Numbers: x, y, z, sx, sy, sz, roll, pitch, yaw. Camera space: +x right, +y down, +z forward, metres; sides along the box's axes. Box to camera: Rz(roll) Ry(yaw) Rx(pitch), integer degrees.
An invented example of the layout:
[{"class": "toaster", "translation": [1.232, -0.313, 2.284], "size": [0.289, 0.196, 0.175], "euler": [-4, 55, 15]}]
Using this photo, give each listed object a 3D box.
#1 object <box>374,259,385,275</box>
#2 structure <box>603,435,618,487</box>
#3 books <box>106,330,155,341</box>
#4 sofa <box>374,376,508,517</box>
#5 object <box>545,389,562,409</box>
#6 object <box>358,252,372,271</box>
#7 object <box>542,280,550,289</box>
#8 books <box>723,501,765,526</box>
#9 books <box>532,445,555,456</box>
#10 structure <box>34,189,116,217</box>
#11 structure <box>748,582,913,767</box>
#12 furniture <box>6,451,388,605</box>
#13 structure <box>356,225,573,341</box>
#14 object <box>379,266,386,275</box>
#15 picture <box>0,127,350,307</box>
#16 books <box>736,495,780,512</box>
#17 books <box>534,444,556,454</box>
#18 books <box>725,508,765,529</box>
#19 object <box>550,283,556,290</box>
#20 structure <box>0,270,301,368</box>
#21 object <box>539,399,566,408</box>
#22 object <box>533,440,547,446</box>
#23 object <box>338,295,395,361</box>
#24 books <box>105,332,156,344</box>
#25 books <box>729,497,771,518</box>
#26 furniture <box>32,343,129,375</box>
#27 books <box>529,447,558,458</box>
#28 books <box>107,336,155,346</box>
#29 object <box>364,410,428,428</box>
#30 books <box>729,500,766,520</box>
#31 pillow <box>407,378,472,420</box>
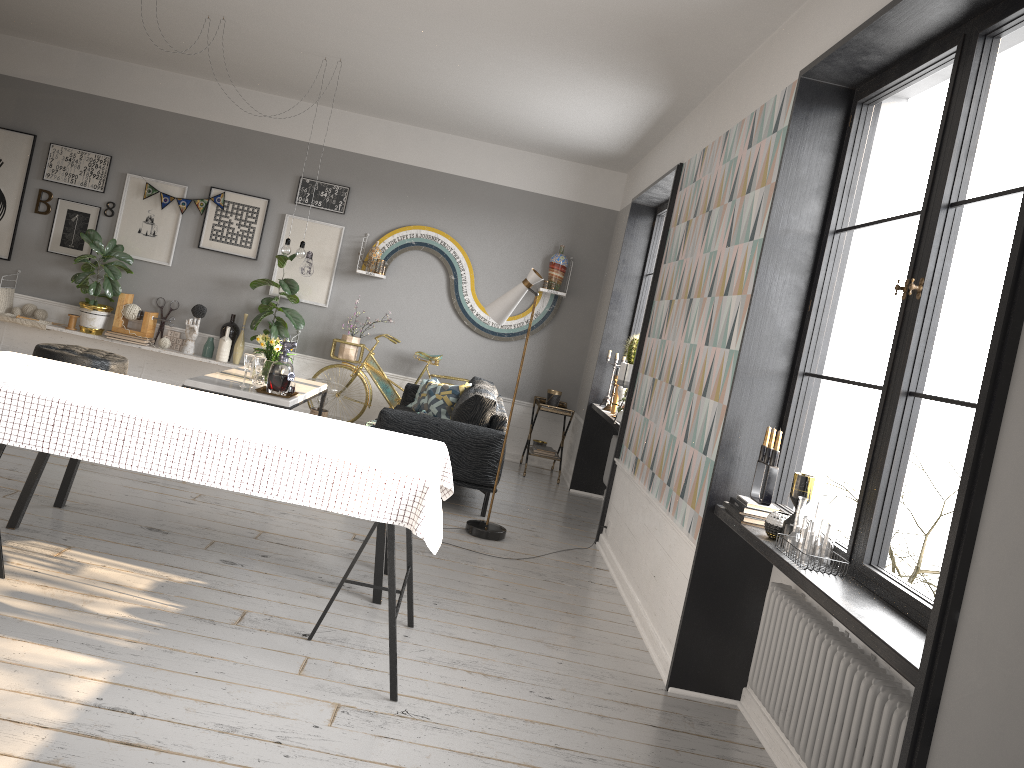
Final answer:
[{"class": "object", "translation": [-1.261, -1.117, 8.437], "size": [0.085, 0.139, 0.086], "euler": [12, 1, -10]}, {"class": "structure", "translation": [0.871, 0.688, 6.834], "size": [0.148, 0.427, 1.227], "euler": [12, 4, -5]}, {"class": "books", "translation": [-3.616, -0.464, 8.392], "size": [0.378, 0.017, 0.230], "euler": [12, 4, -5]}, {"class": "sofa", "translation": [-0.572, 0.351, 7.099], "size": [0.969, 0.796, 2.347], "euler": [12, 4, -3]}, {"class": "object", "translation": [0.373, 0.140, 8.090], "size": [0.142, 0.160, 0.137], "euler": [14, 2, 36]}, {"class": "object", "translation": [-1.401, -1.157, 8.417], "size": [0.198, 0.165, 0.060], "euler": [14, 1, 31]}, {"class": "object", "translation": [0.327, -0.951, 8.493], "size": [0.060, 0.079, 0.060], "euler": [12, 2, -14]}, {"class": "books", "translation": [0.947, 0.511, 3.439], "size": [0.183, 0.019, 0.272], "euler": [12, 4, -3]}, {"class": "books", "translation": [0.291, 0.616, 8.214], "size": [0.201, 0.022, 0.298], "euler": [12, 4, -2]}, {"class": "structure", "translation": [-4.206, -1.698, 8.529], "size": [0.738, 0.263, 0.024], "euler": [12, 0, -2]}, {"class": "structure", "translation": [1.006, 1.013, 2.787], "size": [0.148, 0.427, 1.227], "euler": [12, 4, -5]}, {"class": "furniture", "translation": [-1.354, 0.562, 4.119], "size": [1.668, 0.455, 0.466], "euler": [12, 2, -2]}, {"class": "structure", "translation": [-0.481, -0.978, 8.528], "size": [2.021, 0.955, 0.267], "euler": [12, 1, -2]}, {"class": "object", "translation": [-1.246, -1.091, 8.516], "size": [0.062, 0.081, 0.063], "euler": [11, 2, -27]}, {"class": "picture", "translation": [-5.176, -1.866, 6.471], "size": [7.288, 1.793, 4.050], "euler": [12, 3, -2]}, {"class": "books", "translation": [0.944, 0.461, 3.402], "size": [0.123, 0.017, 0.154], "euler": [12, 4, -1]}, {"class": "books", "translation": [0.302, 0.600, 8.217], "size": [0.177, 0.013, 0.295], "euler": [12, 4, -5]}, {"class": "books", "translation": [0.937, 0.524, 3.441], "size": [0.162, 0.011, 0.268], "euler": [12, 4, 0]}, {"class": "object", "translation": [0.394, -0.935, 8.462], "size": [0.050, 0.058, 0.050], "euler": [12, 2, -13]}, {"class": "structure", "translation": [-3.452, -0.563, 8.421], "size": [2.774, 0.486, 0.308], "euler": [12, 1, -2]}, {"class": "object", "translation": [0.383, 0.188, 8.446], "size": [0.246, 0.015, 0.319], "euler": [12, 4, -3]}, {"class": "object", "translation": [0.261, 0.584, 8.449], "size": [0.145, 0.073, 0.146], "euler": [11, 3, -16]}, {"class": "object", "translation": [-1.399, -0.511, 8.414], "size": [0.490, 0.641, 0.253], "euler": [13, 1, 16]}, {"class": "books", "translation": [-3.617, -0.440, 8.382], "size": [0.384, 0.029, 0.261], "euler": [12, 4, -2]}, {"class": "books", "translation": [0.944, 0.481, 3.406], "size": [0.162, 0.022, 0.199], "euler": [12, 4, -2]}, {"class": "furniture", "translation": [-3.614, -0.115, 7.391], "size": [0.733, 0.356, 0.739], "euler": [11, 3, -15]}, {"class": "books", "translation": [0.291, 0.636, 8.205], "size": [0.229, 0.016, 0.286], "euler": [12, 4, -8]}, {"class": "books", "translation": [-3.611, -0.414, 8.388], "size": [0.367, 0.021, 0.297], "euler": [12, 4, -8]}, {"class": "object", "translation": [-0.841, 0.361, 6.484], "size": [0.489, 0.328, 0.669], "euler": [12, 3, -7]}, {"class": "books", "translation": [0.946, 0.497, 3.430], "size": [0.174, 0.011, 0.216], "euler": [12, 4, 3]}, {"class": "pillow", "translation": [-0.607, 0.115, 7.717], "size": [0.441, 0.361, 0.804], "euler": [11, 4, -20]}]
